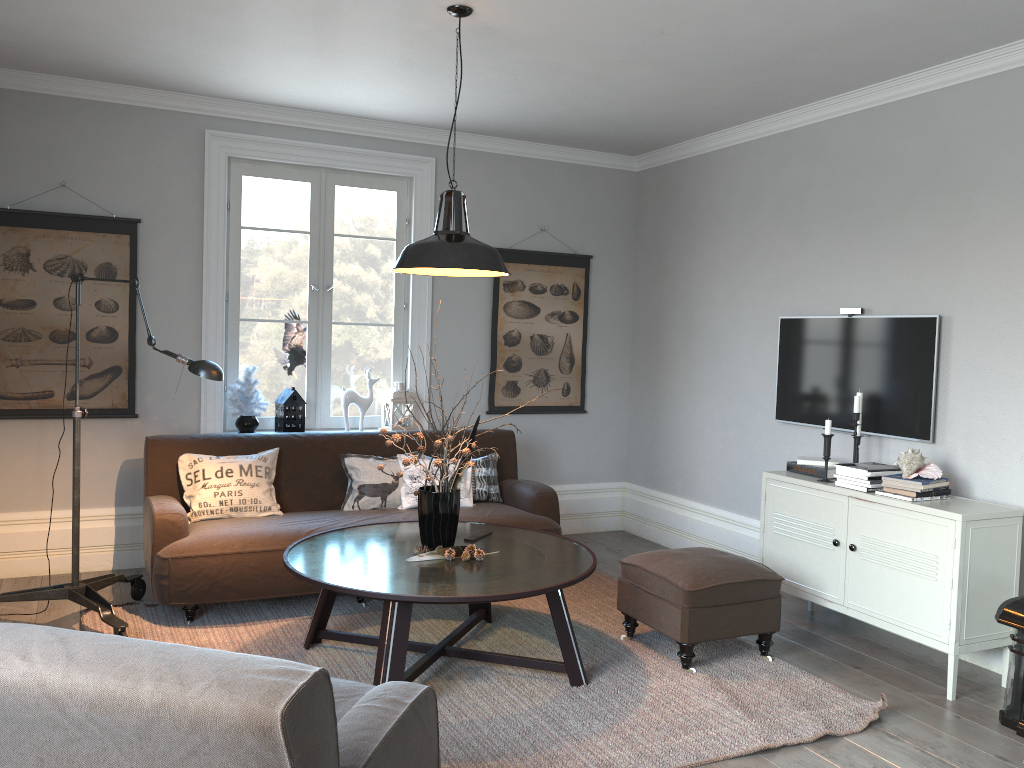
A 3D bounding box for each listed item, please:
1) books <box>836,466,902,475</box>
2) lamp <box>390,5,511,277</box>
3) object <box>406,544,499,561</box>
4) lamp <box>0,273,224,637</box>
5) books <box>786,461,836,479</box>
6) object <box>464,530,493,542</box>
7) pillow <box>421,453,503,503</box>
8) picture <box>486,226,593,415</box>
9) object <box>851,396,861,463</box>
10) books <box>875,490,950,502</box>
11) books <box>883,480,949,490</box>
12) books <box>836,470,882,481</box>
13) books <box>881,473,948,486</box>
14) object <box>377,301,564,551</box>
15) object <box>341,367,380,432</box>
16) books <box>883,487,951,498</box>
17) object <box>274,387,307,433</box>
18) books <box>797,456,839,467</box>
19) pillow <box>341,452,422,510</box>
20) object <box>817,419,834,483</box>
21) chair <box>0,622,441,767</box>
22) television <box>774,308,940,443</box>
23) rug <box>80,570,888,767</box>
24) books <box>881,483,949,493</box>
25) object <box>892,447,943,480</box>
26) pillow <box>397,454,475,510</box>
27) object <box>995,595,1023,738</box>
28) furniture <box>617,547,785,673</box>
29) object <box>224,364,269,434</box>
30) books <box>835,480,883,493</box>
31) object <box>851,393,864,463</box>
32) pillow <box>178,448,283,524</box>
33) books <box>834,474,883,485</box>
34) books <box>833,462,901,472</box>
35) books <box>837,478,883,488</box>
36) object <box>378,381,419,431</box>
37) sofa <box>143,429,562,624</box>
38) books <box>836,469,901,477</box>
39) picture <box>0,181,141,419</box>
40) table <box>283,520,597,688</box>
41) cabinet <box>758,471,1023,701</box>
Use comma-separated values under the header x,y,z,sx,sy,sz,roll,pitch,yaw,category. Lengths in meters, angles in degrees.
x,y,z,sx,sy,sz,roll,pitch,yaw,category
1.678,0.397,4.132,0.260,0.010,0.196,0,3,-28,books
-0.237,-0.999,3.662,0.504,1.075,0.504,3,3,22,lamp
-0.240,0.689,3.663,0.404,0.067,0.153,1,3,-8,object
-2.170,0.301,4.211,1.864,1.644,0.797,2,3,12,lamp
1.584,0.435,4.528,0.218,0.049,0.276,0,3,-26,books
-0.153,0.693,4.056,0.051,0.011,0.207,3,3,24,object
-0.299,0.557,5.214,0.542,0.288,0.183,0,3,-25,pillow
0.199,-0.445,6.211,0.793,1.313,0.057,0,3,-26,picture
1.648,0.264,4.258,0.092,0.431,0.092,3,3,23,object
1.777,0.491,3.937,0.243,0.014,0.196,0,3,-26,books
1.784,0.436,3.921,0.235,0.017,0.185,-1,4,-38,books
1.676,0.421,4.135,0.251,0.019,0.200,0,3,-24,books
1.782,0.420,3.925,0.235,0.014,0.185,-1,4,-38,books
-0.155,0.184,3.703,0.525,1.065,0.853,4,3,35,object
-0.945,0.103,5.548,0.239,0.410,0.128,0,3,-30,object
1.796,0.471,3.936,0.238,0.027,0.175,0,3,-29,books
-1.361,0.159,5.438,0.155,0.284,0.155,0,3,-36,object
1.569,0.398,4.547,0.199,0.024,0.161,3,3,19,books
-0.726,0.553,4.966,0.472,0.347,0.159,0,3,-28,pillow
1.526,0.320,4.295,0.083,0.311,0.083,4,4,41,object
-0.645,0.878,2.060,0.807,0.795,0.970,3,3,15,chair
1.785,-0.070,4.678,0.041,0.657,1.063,1,3,-26,television
-0.299,1.151,3.805,2.818,0.090,2.401,0,3,-25,rug
1.784,0.451,3.928,0.235,0.014,0.185,0,4,-36,books
1.786,0.350,3.930,0.194,0.127,0.192,0,3,-33,object
-0.430,0.550,5.025,0.471,0.309,0.188,0,3,-25,pillow
2.017,0.995,3.308,0.323,0.599,0.323,1,3,-26,object
0.849,0.996,4.030,0.583,0.439,0.574,0,3,-26,furniture
-1.600,0.087,5.309,0.263,0.423,0.248,2,3,10,object
1.683,0.473,4.143,0.271,0.022,0.200,0,3,-24,books
1.696,0.249,4.351,0.066,0.457,0.066,3,3,31,object
-1.469,0.534,4.648,0.519,0.368,0.240,0,3,-26,pillow
1.683,0.438,4.143,0.271,0.016,0.222,0,3,-26,books
1.677,0.388,4.139,0.263,0.008,0.212,0,3,-25,books
1.678,0.455,4.132,0.253,0.016,0.200,0,3,-28,books
-0.732,0.145,5.719,0.193,0.322,0.193,0,3,-32,object
-0.827,0.712,4.850,2.165,0.824,0.969,0,3,-26,sofa
1.682,0.407,4.133,0.265,0.010,0.196,0,3,-26,books
-2.488,-0.462,4.905,0.793,1.313,0.057,0,3,-26,picture
-0.303,0.959,3.751,1.300,0.503,1.300,0,4,-33,table
1.684,0.863,4.133,0.408,0.757,1.152,1,3,-26,cabinet
